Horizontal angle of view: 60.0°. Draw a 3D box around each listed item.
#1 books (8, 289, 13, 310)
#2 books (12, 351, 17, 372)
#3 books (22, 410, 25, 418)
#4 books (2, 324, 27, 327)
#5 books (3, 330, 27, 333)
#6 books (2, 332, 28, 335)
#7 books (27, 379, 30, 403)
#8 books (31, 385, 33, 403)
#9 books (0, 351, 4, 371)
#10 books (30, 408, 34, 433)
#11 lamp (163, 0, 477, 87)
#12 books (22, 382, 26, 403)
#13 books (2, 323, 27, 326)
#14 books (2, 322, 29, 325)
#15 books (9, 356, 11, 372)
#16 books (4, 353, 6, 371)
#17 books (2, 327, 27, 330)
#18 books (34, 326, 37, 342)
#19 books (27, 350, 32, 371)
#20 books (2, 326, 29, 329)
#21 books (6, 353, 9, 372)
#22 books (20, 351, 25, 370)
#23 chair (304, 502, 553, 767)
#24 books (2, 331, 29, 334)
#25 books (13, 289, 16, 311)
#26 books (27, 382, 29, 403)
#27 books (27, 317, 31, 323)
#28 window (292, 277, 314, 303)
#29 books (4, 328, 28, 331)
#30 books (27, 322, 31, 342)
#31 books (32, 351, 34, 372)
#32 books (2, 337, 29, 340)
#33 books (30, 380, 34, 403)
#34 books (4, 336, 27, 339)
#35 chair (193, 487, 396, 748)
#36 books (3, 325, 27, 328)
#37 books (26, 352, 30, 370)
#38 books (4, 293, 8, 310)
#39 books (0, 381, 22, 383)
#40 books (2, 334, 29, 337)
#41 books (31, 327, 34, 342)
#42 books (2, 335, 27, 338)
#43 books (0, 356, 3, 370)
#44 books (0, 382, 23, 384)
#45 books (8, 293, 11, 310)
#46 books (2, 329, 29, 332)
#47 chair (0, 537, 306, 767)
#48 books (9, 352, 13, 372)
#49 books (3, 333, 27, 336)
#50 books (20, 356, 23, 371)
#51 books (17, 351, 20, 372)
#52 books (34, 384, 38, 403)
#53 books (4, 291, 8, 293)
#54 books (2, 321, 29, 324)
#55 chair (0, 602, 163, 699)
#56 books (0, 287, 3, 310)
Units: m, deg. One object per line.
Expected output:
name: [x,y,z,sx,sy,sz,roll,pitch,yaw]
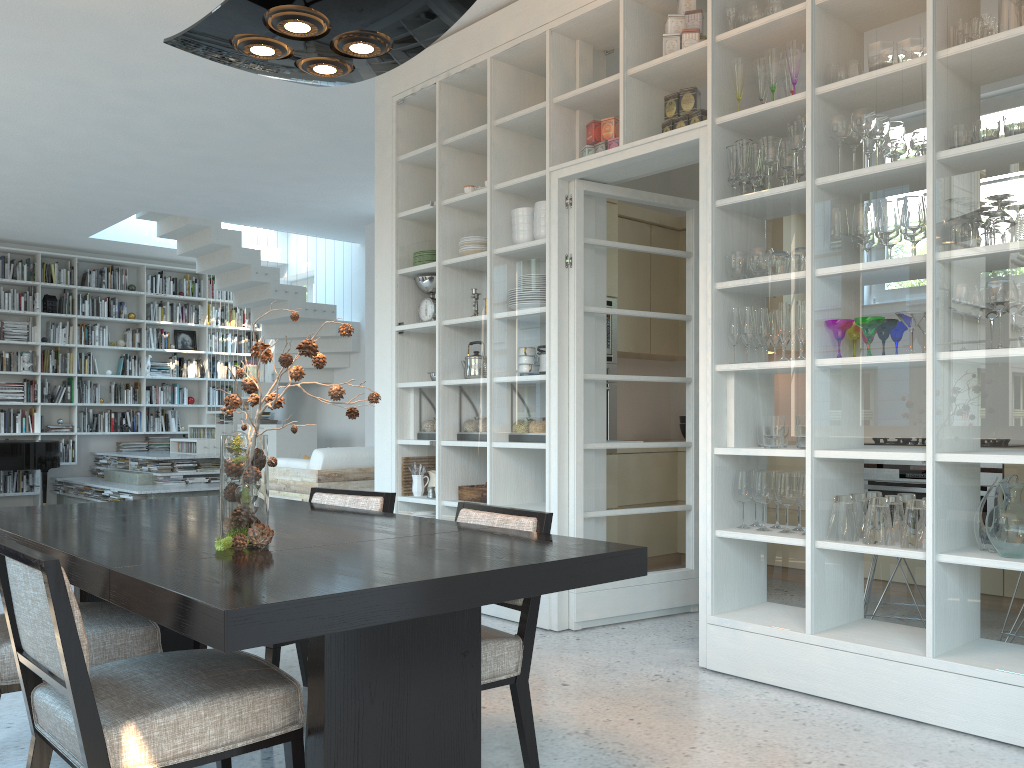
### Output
books: [-6.105,-1.341,10.817,0.029,0.273,0.140,1,-2,-42]
books: [-6.067,-0.598,10.801,0.025,0.259,0.150,1,-2,-42]
books: [-5.999,0.124,10.870,0.010,0.284,0.132,2,-2,-42]
books: [-6.070,-1.039,10.824,0.254,0.012,0.161,1,-1,-40]
books: [-6.071,-0.965,10.823,0.254,0.012,0.161,1,-1,-41]
books: [-6.069,-0.941,10.821,0.254,0.012,0.161,1,-1,-44]
books: [-5.959,-0.244,10.903,0.011,0.288,0.152,2,-2,-42]
books: [-5.941,-0.208,10.925,0.021,0.217,0.132,1,-2,-42]
books: [-6.163,-0.599,10.722,0.014,0.259,0.161,2,-2,-42]
books: [-5.927,0.116,10.924,0.011,0.300,0.149,2,-2,-42]
lamp: [-0.534,-1.569,2.404,0.530,1.222,0.796,1,-2,-42]
books: [-5.988,-0.227,10.866,0.012,0.254,0.161,2,-2,-42]
books: [-6.073,-1.052,10.827,0.254,0.012,0.161,1,-1,-42]
books: [-6.065,-1.064,10.819,0.159,0.012,0.285,-1,-1,43]
books: [-6.110,-0.570,10.752,0.029,0.200,0.178,1,-2,-42]
books: [-6.152,-0.587,10.727,0.010,0.234,0.174,2,-2,-42]
books: [-6.070,-1.001,10.823,0.254,0.012,0.161,1,-1,-40]
books: [-5.910,-0.938,10.972,0.030,0.205,0.158,1,-2,-42]
books: [-5.948,-0.607,10.933,0.025,0.279,0.108,2,-2,-42]
books: [-6.071,-1.014,10.825,0.285,0.012,0.159,1,-1,-43]
books: [-6.130,-0.582,10.732,0.029,0.224,0.185,1,-2,-42]
books: [-6.005,-0.599,10.880,0.014,0.263,0.135,2,-2,-42]
chair: [-0.243,0.684,2.523,0.570,0.783,0.479,1,-2,-37]
books: [-6.071,-0.953,10.823,0.285,0.012,0.159,1,-1,-41]
books: [-6.072,-1.339,10.819,0.023,0.269,0.184,2,-2,-42]
books: [-5.968,-0.228,10.895,0.013,0.256,0.162,2,-2,-42]
books: [-5.946,-0.995,10.937,0.012,0.319,0.139,2,-2,-42]
window: [-2.802,-1.247,12.357,0.042,1.227,1.117,2,-2,-42]
books: [-6.068,-0.989,10.821,0.161,0.012,0.254,-1,-1,45]
books: [-5.944,-0.963,10.916,0.012,0.254,0.161,2,-2,-42]
books: [-5.923,-0.600,10.933,0.014,0.266,0.153,2,-2,-42]
books: [-6.071,-0.880,10.821,0.285,0.012,0.159,1,-1,-41]
books: [-5.918,-0.239,10.924,0.011,0.279,0.186,2,-2,-42]
books: [-6.072,-0.892,10.823,0.254,0.012,0.161,1,-1,-42]
chair: [-0.777,0.692,3.156,0.480,0.783,0.570,-1,-2,38]
books: [-6.065,-1.026,10.819,0.254,0.012,0.161,1,-1,-37]
books: [-5.960,-0.597,10.908,0.025,0.260,0.130,1,-2,-42]
books: [-6.140,-1.313,10.753,0.027,0.216,0.190,1,-2,-42]
books: [-6.105,-0.349,10.765,0.254,0.012,0.161,1,-1,-38]
books: [-6.068,-0.917,10.819,0.159,0.012,0.285,-1,-1,45]
books: [-5.928,-0.935,10.947,0.029,0.198,0.172,1,-2,-42]
books: [-6.071,-0.904,10.822,0.254,0.012,0.161,1,-1,-43]
books: [-6.193,-0.570,10.707,0.050,0.199,0.145,1,-2,-42]
books: [-6.106,-0.337,10.767,0.161,0.012,0.254,-1,-1,45]
books: [-6.113,-1.314,10.782,0.028,0.219,0.183,1,-2,-42]
books: [-6.068,-0.977,10.820,0.285,0.012,0.159,1,-1,-39]
chair: [-0.821,0.677,2.003,0.570,0.783,0.479,1,-2,-42]
books: [-6.087,-0.592,10.759,0.012,0.245,0.185,2,-2,-42]
books: [-6.069,-0.929,10.821,0.254,0.012,0.161,1,-1,-40]
books: [-6.017,-0.569,10.856,0.035,0.201,0.149,1,-2,-42]
books: [-6.040,-0.598,10.839,0.024,0.259,0.126,2,-2,-42]
books: [-5.895,-0.214,10.930,0.034,0.229,0.199,1,-2,-42]
books: [-6.134,-1.327,10.776,0.012,0.244,0.131,2,-2,-42]
books: [-6.070,-1.076,10.825,0.285,0.012,0.159,1,-1,-40]
chair: [-1.378,0.685,2.612,0.570,0.783,0.479,1,-2,-37]
books: [-6.169,-1.348,10.710,0.011,0.284,0.190,2,-2,-42]
